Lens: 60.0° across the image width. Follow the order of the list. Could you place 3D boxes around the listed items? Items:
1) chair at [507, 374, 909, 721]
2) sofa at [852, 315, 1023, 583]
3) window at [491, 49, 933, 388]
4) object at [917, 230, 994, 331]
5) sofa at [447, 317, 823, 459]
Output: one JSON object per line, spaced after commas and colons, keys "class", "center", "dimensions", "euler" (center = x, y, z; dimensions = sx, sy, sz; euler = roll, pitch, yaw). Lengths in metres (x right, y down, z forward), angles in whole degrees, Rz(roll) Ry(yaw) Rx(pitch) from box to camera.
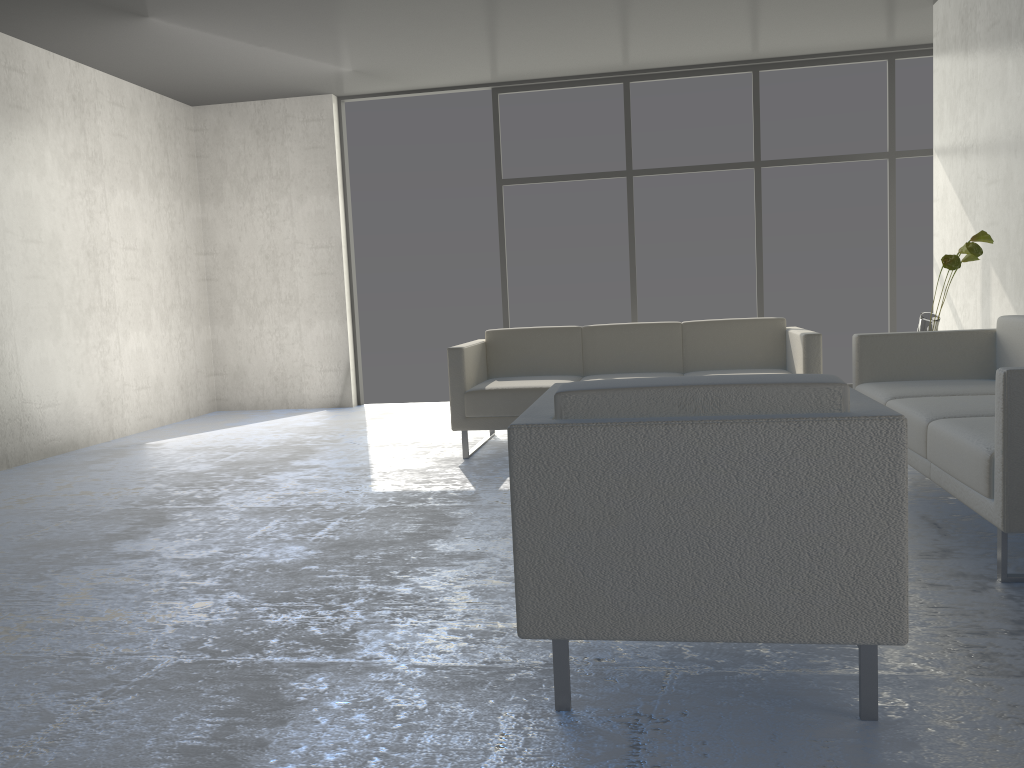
{"class": "chair", "center": [0.436, 0.287, 2.110], "dimensions": [0.748, 0.662, 0.821], "euler": [-2, 6, 10]}
{"class": "sofa", "center": [1.843, 0.112, 3.206], "dimensions": [0.821, 0.658, 1.881], "euler": [-2, 6, 10]}
{"class": "window", "center": [1.911, -1.160, 6.759], "dimensions": [4.080, 2.477, 0.037], "euler": [-2, 6, 10]}
{"class": "object", "center": [2.057, -0.196, 4.233], "dimensions": [0.387, 1.051, 0.400], "euler": [2, 7, 37]}
{"class": "sofa", "center": [0.661, 0.002, 4.885], "dimensions": [1.881, 0.658, 0.821], "euler": [-2, 6, 10]}
